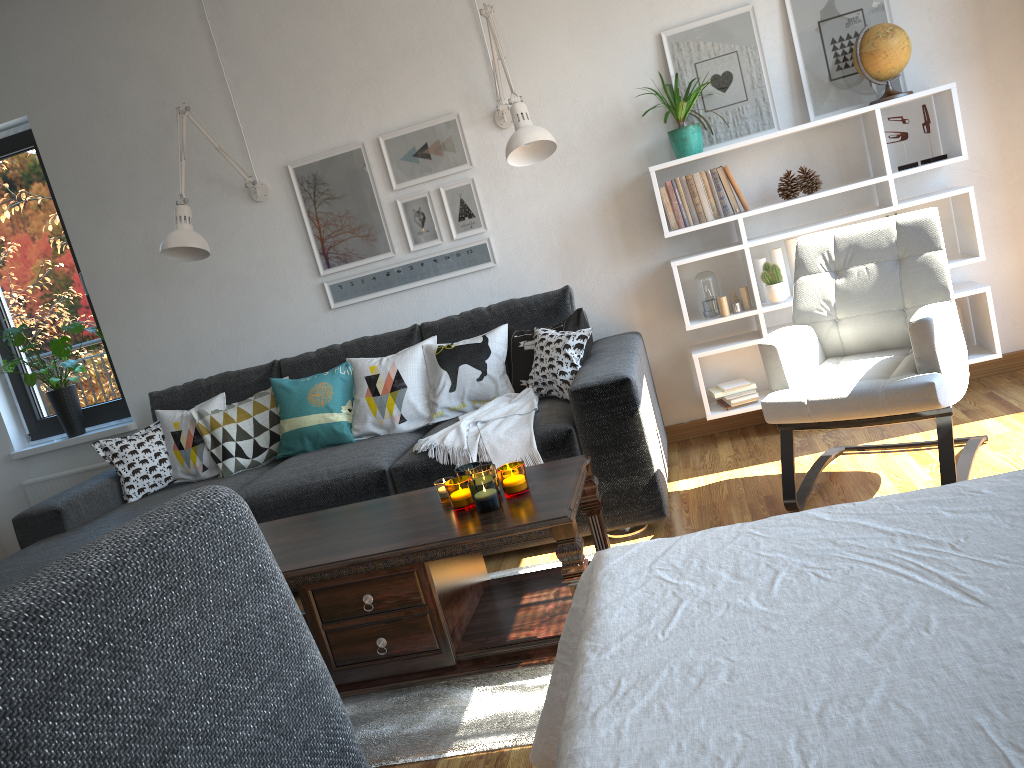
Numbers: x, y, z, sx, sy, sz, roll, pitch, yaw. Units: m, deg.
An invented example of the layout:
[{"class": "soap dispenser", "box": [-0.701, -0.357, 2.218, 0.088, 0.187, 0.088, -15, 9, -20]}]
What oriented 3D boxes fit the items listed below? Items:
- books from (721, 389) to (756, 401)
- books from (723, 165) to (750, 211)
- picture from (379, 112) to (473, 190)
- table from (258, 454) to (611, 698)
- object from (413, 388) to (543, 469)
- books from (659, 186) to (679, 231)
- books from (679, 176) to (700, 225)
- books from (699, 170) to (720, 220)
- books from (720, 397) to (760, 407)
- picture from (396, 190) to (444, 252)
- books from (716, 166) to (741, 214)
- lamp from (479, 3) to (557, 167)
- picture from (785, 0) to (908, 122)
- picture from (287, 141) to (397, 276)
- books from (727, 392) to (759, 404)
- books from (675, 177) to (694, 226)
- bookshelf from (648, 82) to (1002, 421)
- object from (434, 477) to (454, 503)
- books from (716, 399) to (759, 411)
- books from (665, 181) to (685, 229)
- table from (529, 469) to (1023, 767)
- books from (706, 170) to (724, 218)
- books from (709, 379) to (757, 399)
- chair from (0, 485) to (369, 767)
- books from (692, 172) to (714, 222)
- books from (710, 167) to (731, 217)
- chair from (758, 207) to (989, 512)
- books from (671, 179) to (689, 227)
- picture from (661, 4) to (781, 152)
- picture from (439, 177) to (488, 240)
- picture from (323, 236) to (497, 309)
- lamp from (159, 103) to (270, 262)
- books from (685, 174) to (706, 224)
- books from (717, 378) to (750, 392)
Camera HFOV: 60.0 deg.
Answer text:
[{"class": "books", "box": [0.981, 0.035, 3.893, 0.140, 0.012, 0.184, -15, 9, 2]}, {"class": "books", "box": [0.934, -0.816, 3.698, 0.070, 0.204, 0.132, -13, 10, 13]}, {"class": "picture", "box": [-0.389, -1.052, 4.022, 0.390, 0.249, 0.021, -13, 10, 12]}, {"class": "table", "box": [-0.315, 0.587, 2.559, 1.180, 0.410, 0.568, -13, 9, 12]}, {"class": "object", "box": [-0.119, 0.201, 3.341, 0.488, 0.213, 0.604, -14, 9, 8]}, {"class": "books", "box": [0.664, -0.743, 3.755, 0.048, 0.192, 0.123, -13, 10, 12]}, {"class": "books", "box": [0.748, -0.773, 3.741, 0.044, 0.209, 0.136, -13, 10, 12]}, {"class": "books", "box": [0.827, -0.792, 3.723, 0.044, 0.209, 0.132, -13, 10, 12]}, {"class": "books", "box": [0.999, 0.060, 3.894, 0.123, 0.012, 0.210, -15, 9, 2]}, {"class": "picture", "box": [-0.421, -0.753, 4.094, 0.166, 0.249, 0.021, -13, 10, 12]}, {"class": "books", "box": [0.904, -0.810, 3.708, 0.061, 0.212, 0.127, -13, 10, 13]}, {"class": "lamp", "box": [0.002, -1.208, 3.586, 0.200, 0.671, 0.696, -15, 9, 3]}, {"class": "picture", "box": [1.365, -1.385, 3.626, 0.390, 0.533, 0.059, -13, 10, 12]}, {"class": "picture", "box": [-0.792, -0.812, 4.140, 0.390, 0.535, 0.013, -13, 10, 12]}, {"class": "books", "box": [0.995, 0.046, 3.892, 0.123, 0.015, 0.210, -15, 9, 2]}, {"class": "books", "box": [0.726, -0.768, 3.744, 0.035, 0.210, 0.128, -13, 10, 12]}, {"class": "bookshelf", "box": [1.299, -0.472, 3.723, 1.190, 1.203, 0.237, -13, 10, 12]}, {"class": "object", "box": [-0.189, 0.306, 2.558, 0.060, 0.061, 0.059, -12, 10, 17]}, {"class": "books", "box": [0.992, 0.076, 3.900, 0.145, 0.018, 0.184, -15, 9, 2]}, {"class": "books", "box": [0.689, -0.759, 3.753, 0.043, 0.206, 0.128, -13, 10, 12]}, {"class": "table", "box": [0.489, 0.593, 0.121, 1.236, 0.764, 1.851, -13, 9, 13]}, {"class": "books", "box": [0.849, -0.795, 3.720, 0.035, 0.205, 0.131, -13, 10, 12]}, {"class": "books", "box": [0.967, 0.020, 3.897, 0.183, 0.020, 0.134, -14, 9, 4]}, {"class": "chair", "box": [0.019, 0.544, 0.567, 0.545, 0.962, 0.460, -12, 10, 17]}, {"class": "books", "box": [0.800, -0.785, 3.730, 0.048, 0.209, 0.134, -13, 10, 12]}, {"class": "books", "box": [0.869, -0.802, 3.716, 0.044, 0.208, 0.132, -13, 10, 13]}, {"class": "chair", "box": [1.172, -0.085, 2.922, 0.545, 0.834, 0.682, -8, 12, 37]}, {"class": "books", "box": [0.711, -0.763, 3.750, 0.033, 0.211, 0.136, -13, 10, 13]}, {"class": "picture", "box": [0.879, -1.271, 3.733, 0.390, 0.533, 0.059, -13, 10, 12]}, {"class": "picture", "box": [-0.218, -0.800, 4.049, 0.166, 0.249, 0.021, -13, 10, 12]}, {"class": "picture", "box": [-0.482, -0.518, 4.157, 0.837, 0.136, 0.021, -13, 10, 12]}, {"class": "lamp", "box": [-1.363, -0.889, 3.890, 0.200, 0.671, 0.696, -11, 10, 21]}, {"class": "books", "box": [0.772, -0.779, 3.731, 0.044, 0.211, 0.133, -13, 10, 13]}, {"class": "books", "box": [0.974, 0.004, 3.891, 0.115, 0.010, 0.141, -15, 9, 2]}]
